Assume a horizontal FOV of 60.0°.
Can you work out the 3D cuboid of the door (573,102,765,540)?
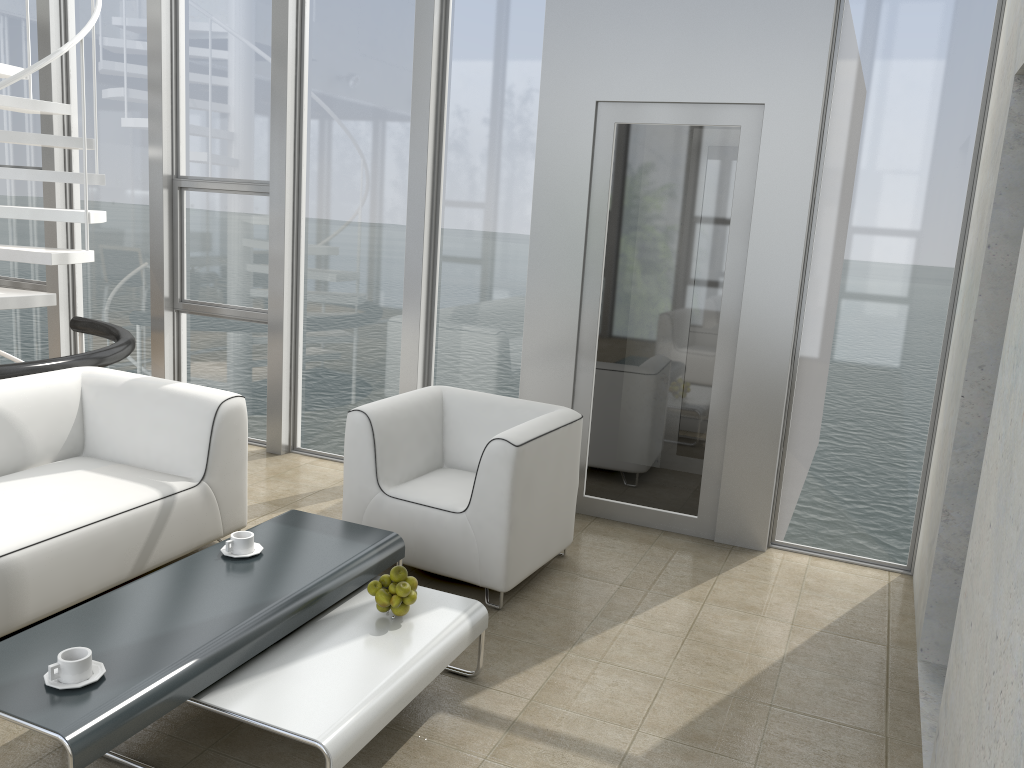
[{"bbox_3d":[0.721,-0.300,4.398,0.804,2.102,0.030,8,12,22],"label":"door"}]

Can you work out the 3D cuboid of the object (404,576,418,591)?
[{"bbox_3d":[-0.321,0.634,2.796,0.050,0.054,0.055,2,11,-8],"label":"object"}]

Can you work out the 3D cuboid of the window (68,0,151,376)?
[{"bbox_3d":[-2.482,-2.567,5.494,0.742,5.653,0.010,8,12,22],"label":"window"}]

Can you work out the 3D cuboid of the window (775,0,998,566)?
[{"bbox_3d":[1.675,-0.474,4.050,0.605,2.646,0.010,8,12,22],"label":"window"}]

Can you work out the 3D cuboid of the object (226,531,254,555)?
[{"bbox_3d":[-0.896,0.524,2.919,0.090,0.057,0.075,0,12,-19],"label":"object"}]

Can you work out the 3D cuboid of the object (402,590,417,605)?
[{"bbox_3d":[-0.320,0.664,2.757,0.047,0.045,0.047,9,12,26],"label":"object"}]

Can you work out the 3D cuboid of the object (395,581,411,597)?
[{"bbox_3d":[-0.335,0.633,2.731,0.047,0.045,0.047,8,12,23],"label":"object"}]

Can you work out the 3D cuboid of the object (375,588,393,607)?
[{"bbox_3d":[-0.395,0.662,2.748,0.058,0.058,0.058,2,11,-11],"label":"object"}]

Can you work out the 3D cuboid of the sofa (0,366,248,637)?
[{"bbox_3d":[-2.104,0.467,2.931,0.971,0.638,2.601,8,12,22],"label":"sofa"}]

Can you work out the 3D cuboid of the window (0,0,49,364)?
[{"bbox_3d":[-3.327,-2.687,5.821,0.800,5.700,0.050,8,12,22],"label":"window"}]

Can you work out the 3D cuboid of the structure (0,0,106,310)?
[{"bbox_3d":[-5.429,0.102,3.388,4.916,6.900,6.700,8,12,22],"label":"structure"}]

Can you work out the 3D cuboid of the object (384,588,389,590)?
[{"bbox_3d":[-0.402,0.651,2.829,0.054,0.055,0.053,1,11,-13],"label":"object"}]

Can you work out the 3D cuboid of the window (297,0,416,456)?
[{"bbox_3d":[-0.805,-2.321,4.812,0.742,5.653,0.010,8,12,22],"label":"window"}]

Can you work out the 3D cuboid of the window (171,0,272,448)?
[{"bbox_3d":[-1.650,-2.441,5.139,0.800,5.700,0.050,8,12,22],"label":"window"}]

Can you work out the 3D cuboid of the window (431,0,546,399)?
[{"bbox_3d":[-0.149,-0.742,4.794,0.556,2.646,0.010,8,12,22],"label":"window"}]

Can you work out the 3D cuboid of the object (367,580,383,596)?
[{"bbox_3d":[-0.428,0.638,2.771,0.047,0.048,0.047,1,11,-15],"label":"object"}]

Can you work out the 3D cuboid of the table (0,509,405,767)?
[{"bbox_3d":[-0.915,0.803,2.675,0.532,0.390,1.420,8,12,22],"label":"table"}]

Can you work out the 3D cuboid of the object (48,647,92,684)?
[{"bbox_3d":[-1.050,0.671,2.114,0.090,0.057,0.075,0,12,-19],"label":"object"}]

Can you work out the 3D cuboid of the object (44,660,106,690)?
[{"bbox_3d":[-1.045,0.697,2.122,0.130,0.014,0.136,12,14,37],"label":"object"}]

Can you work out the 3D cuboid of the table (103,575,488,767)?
[{"bbox_3d":[-0.686,0.867,2.725,0.929,0.276,0.901,8,12,22],"label":"table"}]

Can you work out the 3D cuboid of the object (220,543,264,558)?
[{"bbox_3d":[-0.891,0.550,2.926,0.130,0.014,0.136,12,14,37],"label":"object"}]

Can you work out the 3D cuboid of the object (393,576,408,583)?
[{"bbox_3d":[-0.356,0.636,2.841,0.054,0.048,0.055,7,12,15],"label":"object"}]

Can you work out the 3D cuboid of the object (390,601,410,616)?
[{"bbox_3d":[-0.350,0.697,2.776,0.061,0.056,0.059,-1,12,-22],"label":"object"}]

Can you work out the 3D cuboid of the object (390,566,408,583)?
[{"bbox_3d":[-0.356,0.597,2.782,0.055,0.056,0.055,8,12,22],"label":"object"}]

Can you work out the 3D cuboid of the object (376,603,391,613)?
[{"bbox_3d":[-0.403,0.695,2.794,0.048,0.048,0.048,11,13,33],"label":"object"}]

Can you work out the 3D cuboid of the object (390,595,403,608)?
[{"bbox_3d":[-0.357,0.669,2.733,0.039,0.040,0.040,7,11,14],"label":"object"}]

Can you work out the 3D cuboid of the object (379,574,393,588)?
[{"bbox_3d":[-0.397,0.622,2.798,0.044,0.043,0.040,12,14,36],"label":"object"}]

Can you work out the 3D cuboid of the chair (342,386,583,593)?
[{"bbox_3d":[-0.203,0.406,3.891,0.829,0.635,0.720,9,12,27],"label":"chair"}]

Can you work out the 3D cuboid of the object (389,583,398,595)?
[{"bbox_3d":[-0.364,0.638,2.760,0.040,0.038,0.040,3,11,-6],"label":"object"}]
